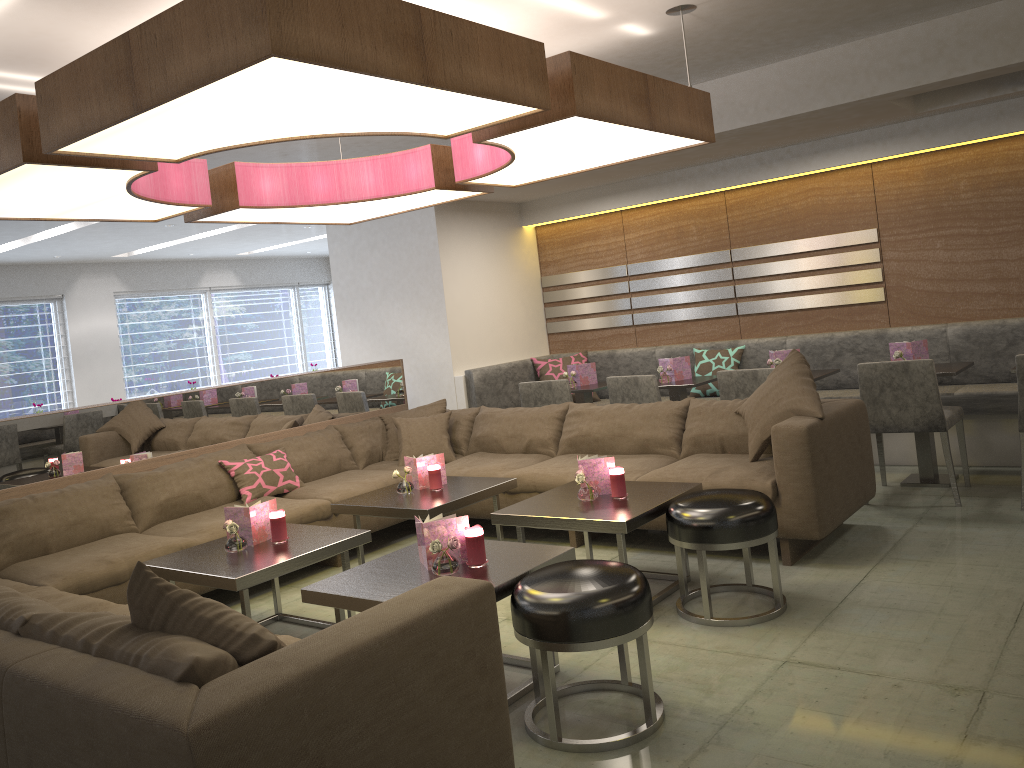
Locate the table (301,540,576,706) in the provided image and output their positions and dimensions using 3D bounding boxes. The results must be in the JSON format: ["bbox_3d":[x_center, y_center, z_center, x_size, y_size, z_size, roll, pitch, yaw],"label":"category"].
[{"bbox_3d":[-0.218,0.822,2.979,0.655,0.411,0.661,-4,4,38],"label":"table"}]

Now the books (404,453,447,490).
[{"bbox_3d":[-0.443,0.444,4.532,0.158,0.164,0.142,-8,2,-32],"label":"books"}]

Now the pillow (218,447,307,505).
[{"bbox_3d":[-1.369,0.504,4.884,0.180,0.252,0.466,-6,3,34],"label":"pillow"}]

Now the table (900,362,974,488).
[{"bbox_3d":[2.365,0.239,5.082,0.504,0.654,0.508,-5,2,38],"label":"table"}]

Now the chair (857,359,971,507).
[{"bbox_3d":[2.166,0.230,4.810,0.475,0.762,0.494,-6,1,34],"label":"chair"}]

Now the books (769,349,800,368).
[{"bbox_3d":[1.745,-0.138,5.641,0.157,0.164,0.143,-6,2,3],"label":"books"}]

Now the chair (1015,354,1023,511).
[{"bbox_3d":[2.752,0.199,4.331,0.475,0.762,0.495,-6,2,37],"label":"chair"}]

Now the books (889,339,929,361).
[{"bbox_3d":[2.331,-0.170,5.186,0.158,0.164,0.142,-8,2,-32],"label":"books"}]

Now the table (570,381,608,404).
[{"bbox_3d":[0.556,0.339,6.486,0.504,0.654,0.508,-5,2,38],"label":"table"}]

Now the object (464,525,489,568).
[{"bbox_3d":[-0.122,0.541,2.956,0.075,0.128,0.075,-7,1,0],"label":"object"}]

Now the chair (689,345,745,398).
[{"bbox_3d":[1.521,-0.079,6.559,0.425,0.395,0.220,-5,2,39],"label":"chair"}]

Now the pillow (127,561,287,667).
[{"bbox_3d":[-0.665,0.561,1.978,0.530,0.404,0.281,-5,2,26],"label":"pillow"}]

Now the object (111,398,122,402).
[{"bbox_3d":[-3.508,0.255,7.851,0.154,0.276,0.104,-6,1,35],"label":"object"}]

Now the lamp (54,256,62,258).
[{"bbox_3d":[-5.229,-1.463,10.173,0.089,0.007,0.089,-7,4,-7],"label":"lamp"}]

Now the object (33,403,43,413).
[{"bbox_3d":[-4.703,0.321,8.778,0.154,0.276,0.104,-6,1,35],"label":"object"}]

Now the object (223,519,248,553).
[{"bbox_3d":[-1.121,0.610,3.565,0.095,0.129,0.101,-6,2,21],"label":"object"}]

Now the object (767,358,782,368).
[{"bbox_3d":[1.642,-0.101,5.512,0.094,0.125,0.102,-7,2,2],"label":"object"}]

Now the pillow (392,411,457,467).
[{"bbox_3d":[-0.538,0.353,5.482,0.380,0.322,0.235,-7,2,-7],"label":"pillow"}]

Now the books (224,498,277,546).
[{"bbox_3d":[-1.065,0.581,3.692,0.258,0.164,0.143,-7,2,2],"label":"books"}]

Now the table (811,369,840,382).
[{"bbox_3d":[1.762,0.272,5.550,0.504,0.654,0.508,-5,2,38],"label":"table"}]

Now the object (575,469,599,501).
[{"bbox_3d":[0.316,0.429,3.759,0.095,0.129,0.106,-7,2,-2],"label":"object"}]

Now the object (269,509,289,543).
[{"bbox_3d":[-0.962,0.585,3.644,0.075,0.128,0.076,-6,1,10],"label":"object"}]

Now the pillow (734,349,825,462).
[{"bbox_3d":[1.277,0.099,4.202,0.300,0.512,0.619,-7,3,-38],"label":"pillow"}]

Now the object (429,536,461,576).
[{"bbox_3d":[-0.182,0.554,2.916,0.194,0.125,0.095,-8,2,-21],"label":"object"}]

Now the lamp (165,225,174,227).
[{"bbox_3d":[-3.391,-1.565,8.746,0.089,0.007,0.089,-7,4,-7],"label":"lamp"}]

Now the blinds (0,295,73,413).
[{"bbox_3d":[-7.617,0.366,8.130,0.045,2.040,7.139,-7,3,38],"label":"blinds"}]

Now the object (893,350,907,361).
[{"bbox_3d":[2.237,-0.135,5.055,0.095,0.125,0.105,-5,2,38],"label":"object"}]

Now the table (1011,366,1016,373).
[{"bbox_3d":[2.967,0.205,4.614,0.504,0.654,0.508,-5,2,38],"label":"table"}]

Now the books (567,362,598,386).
[{"bbox_3d":[0.524,-0.070,6.589,0.158,0.164,0.142,-8,2,-32],"label":"books"}]

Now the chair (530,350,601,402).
[{"bbox_3d":[0.434,-0.035,7.200,0.492,0.427,0.295,-7,1,-9],"label":"chair"}]

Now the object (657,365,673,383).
[{"bbox_3d":[1.036,-0.068,5.991,0.110,0.125,0.091,-7,2,-20],"label":"object"}]

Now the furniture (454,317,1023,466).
[{"bbox_3d":[1.309,0.315,4.370,5.627,0.852,4.282,-3,5,38],"label":"furniture"}]

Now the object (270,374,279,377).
[{"bbox_3d":[-2.471,0.029,9.206,0.154,0.276,0.104,-6,1,35],"label":"object"}]

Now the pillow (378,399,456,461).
[{"bbox_3d":[-0.614,0.317,5.680,0.526,0.394,0.292,-6,2,7],"label":"pillow"}]

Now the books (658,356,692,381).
[{"bbox_3d":[1.130,-0.104,6.119,0.158,0.164,0.142,-8,2,-32],"label":"books"}]

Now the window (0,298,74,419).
[{"bbox_3d":[-7.690,0.396,8.203,0.158,2.069,7.144,-7,3,38],"label":"window"}]

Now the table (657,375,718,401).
[{"bbox_3d":[1.159,0.305,6.018,0.504,0.654,0.508,-5,2,38],"label":"table"}]

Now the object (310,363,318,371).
[{"bbox_3d":[-2.585,-0.139,11.542,0.154,0.276,0.104,-6,1,35],"label":"object"}]

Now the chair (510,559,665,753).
[{"bbox_3d":[0.221,0.778,2.654,0.421,0.450,0.425,-5,2,34],"label":"chair"}]

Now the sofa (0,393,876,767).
[{"bbox_3d":[-0.594,0.667,3.862,3.168,0.675,3.788,-3,5,38],"label":"sofa"}]

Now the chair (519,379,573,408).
[{"bbox_3d":[0.365,0.329,6.208,0.475,0.762,0.494,-6,1,30],"label":"chair"}]

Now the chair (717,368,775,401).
[{"bbox_3d":[1.548,0.263,5.298,0.475,0.762,0.495,-6,2,40],"label":"chair"}]

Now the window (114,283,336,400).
[{"bbox_3d":[-4.049,-0.394,12.954,0.158,2.070,3.680,-7,3,38],"label":"window"}]

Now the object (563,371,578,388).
[{"bbox_3d":[0.429,-0.034,6.453,0.107,0.125,0.094,-7,2,-9],"label":"object"}]

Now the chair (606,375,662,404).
[{"bbox_3d":[0.950,0.296,5.770,0.475,0.762,0.495,-5,2,45],"label":"chair"}]

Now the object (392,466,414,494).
[{"bbox_3d":[-0.541,0.477,4.401,0.102,0.132,0.092,-7,1,3],"label":"object"}]

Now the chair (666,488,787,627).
[{"bbox_3d":[0.828,0.646,3.446,0.421,0.450,0.424,-6,2,19],"label":"chair"}]

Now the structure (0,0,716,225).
[{"bbox_3d":[-0.815,-1.180,3.753,2.438,0.618,2.456,-3,5,38],"label":"structure"}]

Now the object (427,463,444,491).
[{"bbox_3d":[-0.382,0.460,4.384,0.075,0.128,0.076,-6,1,10],"label":"object"}]

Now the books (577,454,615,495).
[{"bbox_3d":[0.376,0.399,3.894,0.157,0.164,0.143,-6,2,3],"label":"books"}]

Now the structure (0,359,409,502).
[{"bbox_3d":[-1.957,0.573,4.919,0.223,1.006,3.796,-6,3,38],"label":"structure"}]

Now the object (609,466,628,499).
[{"bbox_3d":[0.447,0.415,3.732,0.075,0.128,0.075,-7,1,0],"label":"object"}]

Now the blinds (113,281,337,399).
[{"bbox_3d":[-3.964,-0.426,12.898,0.045,2.041,3.672,-7,3,38],"label":"blinds"}]

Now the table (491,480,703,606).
[{"bbox_3d":[0.390,0.691,3.772,0.655,0.411,0.661,-4,4,38],"label":"table"}]

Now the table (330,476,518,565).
[{"bbox_3d":[-0.410,0.735,4.393,0.655,0.411,0.661,-4,4,38],"label":"table"}]

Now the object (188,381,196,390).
[{"bbox_3d":[-3.665,0.096,10.133,0.154,0.276,0.104,-6,1,35],"label":"object"}]

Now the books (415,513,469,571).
[{"bbox_3d":[-0.236,0.535,3.048,0.158,0.164,0.143,-7,2,-17],"label":"books"}]

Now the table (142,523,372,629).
[{"bbox_3d":[-1.018,0.867,3.600,0.655,0.411,0.661,-4,4,38],"label":"table"}]
